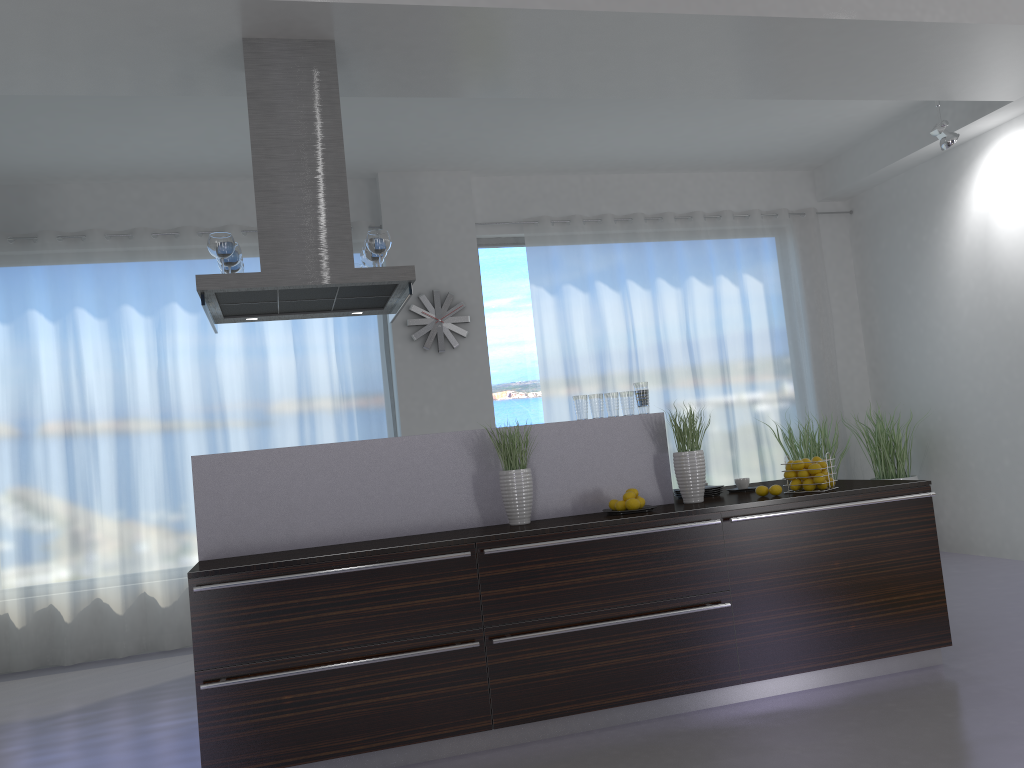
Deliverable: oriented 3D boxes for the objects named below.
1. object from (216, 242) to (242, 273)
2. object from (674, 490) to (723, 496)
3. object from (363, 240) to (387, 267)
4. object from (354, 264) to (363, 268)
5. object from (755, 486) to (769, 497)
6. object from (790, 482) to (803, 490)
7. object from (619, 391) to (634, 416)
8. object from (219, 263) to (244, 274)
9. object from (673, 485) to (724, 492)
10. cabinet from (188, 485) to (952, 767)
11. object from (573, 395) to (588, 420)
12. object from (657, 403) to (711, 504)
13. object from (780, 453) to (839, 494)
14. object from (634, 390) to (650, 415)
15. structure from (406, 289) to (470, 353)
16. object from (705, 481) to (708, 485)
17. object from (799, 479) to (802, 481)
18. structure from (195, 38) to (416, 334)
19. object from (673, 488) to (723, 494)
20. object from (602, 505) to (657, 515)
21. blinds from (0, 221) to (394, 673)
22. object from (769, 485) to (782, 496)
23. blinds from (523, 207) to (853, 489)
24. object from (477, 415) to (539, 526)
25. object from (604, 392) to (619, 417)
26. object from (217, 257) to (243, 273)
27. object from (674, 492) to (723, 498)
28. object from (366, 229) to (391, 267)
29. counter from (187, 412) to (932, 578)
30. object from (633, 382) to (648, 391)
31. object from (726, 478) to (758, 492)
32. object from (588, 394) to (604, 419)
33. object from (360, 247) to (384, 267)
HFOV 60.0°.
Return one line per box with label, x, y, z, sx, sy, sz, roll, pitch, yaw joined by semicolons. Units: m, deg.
object;-1.370;-0.570;4.300;0.125;0.221;0.125;-7;-5;10
object;0.969;0.567;4.611;0.232;0.020;0.232;-5;-4;-6
object;-0.690;-0.623;4.506;0.125;0.221;0.125;-7;-5;10
object;-0.875;-0.555;4.833;0.137;0.174;0.137;-9;-6;40
object;1.181;0.505;4.182;0.063;0.051;0.053;-10;-6;44
object;1.369;0.487;4.265;0.061;0.053;0.053;-8;-5;27
object;0.569;0.097;4.367;0.072;0.119;0.071;-8;-5;25
object;-1.447;-0.539;4.594;0.125;0.221;0.125;-7;-5;10
object;0.777;0.506;4.649;0.646;0.147;0.269;-7;-5;10
cabinet;0.257;1.065;4.306;3.285;0.852;1.377;-5;-5;-15
object;0.336;0.116;4.305;0.071;0.119;0.072;-9;-5;35
object;0.862;0.314;4.239;0.247;0.502;0.269;-8;-5;28
object;1.419;0.422;4.237;0.207;0.174;0.189;-9;-6;40
object;0.647;0.091;4.388;0.072;0.119;0.071;-8;-5;25
structure;-0.580;-0.499;7.021;0.505;0.505;0.076;-5;-5;-15
object;1.033;0.569;4.886;0.153;0.069;0.153;-7;-5;19
object;1.402;0.487;4.315;0.053;0.053;0.061;-8;-5;30
structure;-1.094;-0.958;4.537;0.981;1.231;0.915;-5;-5;-15
object;0.968;0.558;4.611;0.232;0.020;0.232;-5;-5;-11
object;0.535;0.574;4.036;0.232;0.020;0.232;-5;-4;-6
blinds;-2.495;0.372;6.554;3.245;3.112;0.120;-5;-5;-15
object;1.233;0.497;4.146;0.063;0.051;0.053;-5;-5;-11
blinds;1.616;0.043;7.650;2.830;3.112;0.120;-5;-5;-15
object;0.011;0.380;3.986;0.269;0.502;0.247;-5;-5;-15
object;0.491;0.104;4.346;0.072;0.119;0.071;-8;-5;25
object;-1.410;-0.554;4.452;0.125;0.221;0.125;-7;-5;10
object;0.970;0.577;4.610;0.232;0.020;0.232;-5;-4;-6
object;-0.650;-0.639;4.354;0.125;0.221;0.125;-7;-5;10
counter;0.234;0.844;4.334;3.291;1.300;1.302;-5;-5;-15
object;0.643;0.053;4.391;0.072;0.119;0.071;-8;-5;25
object;1.220;0.534;4.690;0.153;0.069;0.153;-2;-6;-41
object;0.413;0.110;4.326;0.072;0.119;0.071;-8;-5;25
object;-0.726;-0.608;4.647;0.125;0.221;0.125;-7;-5;10
